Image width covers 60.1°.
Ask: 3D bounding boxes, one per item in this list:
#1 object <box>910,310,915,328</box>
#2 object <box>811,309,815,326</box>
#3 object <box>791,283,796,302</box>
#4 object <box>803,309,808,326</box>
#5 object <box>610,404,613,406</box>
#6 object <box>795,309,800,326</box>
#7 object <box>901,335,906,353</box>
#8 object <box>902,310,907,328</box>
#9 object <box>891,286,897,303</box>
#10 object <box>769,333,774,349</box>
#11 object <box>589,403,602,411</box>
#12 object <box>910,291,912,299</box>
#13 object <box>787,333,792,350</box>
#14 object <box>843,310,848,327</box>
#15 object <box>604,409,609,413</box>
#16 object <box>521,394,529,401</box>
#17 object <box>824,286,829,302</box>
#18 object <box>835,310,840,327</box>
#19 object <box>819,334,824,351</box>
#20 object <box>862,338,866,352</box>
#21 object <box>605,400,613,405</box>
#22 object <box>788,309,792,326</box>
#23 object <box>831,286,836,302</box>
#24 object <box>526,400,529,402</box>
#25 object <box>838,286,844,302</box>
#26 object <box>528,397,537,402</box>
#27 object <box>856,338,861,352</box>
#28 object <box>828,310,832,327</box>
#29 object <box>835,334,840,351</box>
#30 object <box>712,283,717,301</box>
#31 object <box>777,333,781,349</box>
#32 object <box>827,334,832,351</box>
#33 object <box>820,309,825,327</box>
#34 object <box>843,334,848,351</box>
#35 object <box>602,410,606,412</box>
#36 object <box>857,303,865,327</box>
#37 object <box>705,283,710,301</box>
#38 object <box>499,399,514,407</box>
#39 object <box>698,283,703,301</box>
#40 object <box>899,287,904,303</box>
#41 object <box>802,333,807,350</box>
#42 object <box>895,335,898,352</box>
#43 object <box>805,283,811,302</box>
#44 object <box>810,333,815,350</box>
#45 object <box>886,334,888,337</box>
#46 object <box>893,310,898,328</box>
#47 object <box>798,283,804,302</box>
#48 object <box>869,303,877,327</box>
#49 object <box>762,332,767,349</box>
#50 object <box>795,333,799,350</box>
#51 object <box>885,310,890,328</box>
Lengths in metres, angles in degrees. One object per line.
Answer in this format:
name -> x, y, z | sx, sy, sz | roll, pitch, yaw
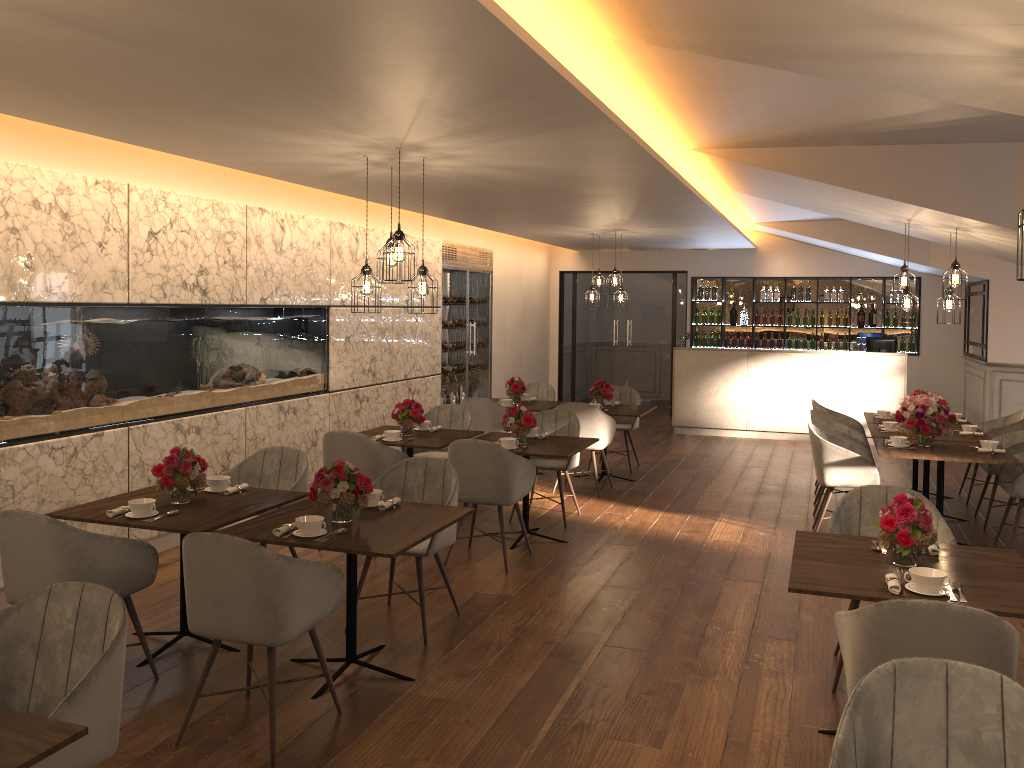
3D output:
object -> 5.857, -0.949, 12.952 | 0.065, 0.261, 0.066 | 1, 2, -2
object -> 4.559, -1.005, 13.411 | 0.065, 0.263, 0.066 | 1, 2, -2
object -> 4.285, -1.407, 13.465 | 0.075, 0.309, 0.075 | -1, 2, -38
object -> 4.455, -1.009, 13.448 | 0.065, 0.263, 0.066 | 1, 2, -2
object -> 1.050, 0.209, 9.218 | 0.025, 0.024, 0.193 | 2, 5, 19
object -> 4.351, -1.014, 13.485 | 0.065, 0.263, 0.066 | 1, 2, -2
object -> 5.749, -0.592, 12.999 | 0.065, 0.261, 0.066 | 1, 2, -2
object -> 5.753, -0.953, 12.989 | 0.065, 0.261, 0.066 | 1, 2, -2
object -> 5.610, -1.313, 12.998 | 0.070, 0.235, 0.041 | 1, 2, 19
object -> 3.996, -0.666, 13.620 | 0.065, 0.261, 0.066 | 1, 2, -2
object -> 0.809, 0.231, 8.667 | 0.148, 0.072, 0.148 | -2, 5, -28
object -> 5.800, -1.305, 12.931 | 0.070, 0.235, 0.041 | 1, 2, 19
object -> 4.243, -0.655, 13.533 | 0.065, 0.261, 0.066 | 1, 2, -2
object -> 4.997, -0.985, 13.256 | 0.065, 0.261, 0.066 | 1, 2, -2
object -> 0.921, 0.262, 8.649 | 0.043, 0.015, 0.198 | 2, 5, 16
object -> 0.112, 0.145, 9.559 | 0.148, 0.072, 0.148 | 5, 6, 42
object -> 4.731, -1.351, 13.309 | 0.070, 0.235, 0.041 | 1, 2, 19
object -> 4.893, -0.990, 13.293 | 0.065, 0.261, 0.066 | 1, 2, -2
object -> 4.681, -0.637, 13.377 | 0.065, 0.261, 0.066 | 1, 2, -2
object -> 5.242, -0.584, 13.179 | 0.065, 0.207, 0.065 | 0, 2, -25
object -> 0.978, 0.182, 9.253 | 0.148, 0.072, 0.148 | 5, 6, 42
object -> 4.247, -1.017, 13.522 | 0.065, 0.261, 0.066 | 1, 2, -2
object -> 4.826, -1.347, 13.276 | 0.070, 0.235, 0.041 | 1, 2, 19
object -> 0.184, 0.173, 9.525 | 0.025, 0.024, 0.193 | 2, 5, 19
object -> 4.921, -1.343, 13.242 | 0.070, 0.235, 0.041 | 1, 2, 19
object -> 0.219, 0.166, 9.522 | 0.056, 0.039, 0.176 | 2, 5, 19
object -> 5.169, -0.587, 13.205 | 0.065, 0.207, 0.065 | 0, 2, -25
object -> 4.789, -0.994, 13.330 | 0.065, 0.261, 0.066 | 1, 2, -2
object -> 4.889, -0.628, 13.304 | 0.065, 0.261, 0.066 | 1, 2, -2
object -> 3.166, -1.455, 13.862 | 0.075, 0.309, 0.075 | 0, 2, -24
object -> 4.100, -0.661, 13.583 | 0.065, 0.261, 0.066 | 1, 2, -2
object -> 4.785, -0.632, 13.341 | 0.065, 0.261, 0.066 | 1, 2, -2
object -> 4.685, -0.999, 13.367 | 0.065, 0.261, 0.066 | 1, 2, -2
object -> 4.993, -0.623, 13.267 | 0.065, 0.261, 0.066 | 1, 2, -2
object -> 0.890, 0.266, 8.667 | 0.022, 0.004, 0.211 | 2, 5, 19
object -> 5.195, -1.023, 13.161 | 0.104, 0.359, 0.104 | 0, 2, -19
object -> 3.067, -1.459, 13.897 | 0.075, 0.309, 0.075 | 0, 2, -27
object -> -0.057, 0.194, 8.974 | 0.148, 0.072, 0.148 | -2, 5, -28
object -> 2.969, -1.463, 13.932 | 0.075, 0.309, 0.075 | 2, 3, 45
object -> 5.705, -1.309, 12.964 | 0.070, 0.235, 0.041 | 1, 2, 19
object -> 4.451, -0.646, 13.459 | 0.065, 0.261, 0.066 | 1, 2, -2
object -> 5.645, -0.596, 13.036 | 0.065, 0.261, 0.066 | 1, 2, -2
object -> 4.482, -1.399, 13.396 | 0.075, 0.309, 0.075 | 2, 2, 30
object -> 4.555, -0.642, 13.422 | 0.065, 0.261, 0.066 | 1, 2, -2
object -> 5.541, -0.601, 13.073 | 0.065, 0.263, 0.066 | 1, 2, -2
object -> 5.649, -0.958, 13.025 | 0.065, 0.261, 0.066 | 1, 2, -2
object -> 4.384, -1.403, 13.431 | 0.075, 0.309, 0.075 | 2, 2, 30
object -> 5.342, -1.018, 13.106 | 0.104, 0.358, 0.104 | -1, 3, -43
object -> 3.892, -0.670, 13.657 | 0.065, 0.261, 0.066 | 1, 2, -2
object -> 4.347, -0.651, 13.496 | 0.065, 0.261, 0.066 | 1, 2, -2
object -> 5.545, -0.963, 13.062 | 0.065, 0.263, 0.066 | 1, 2, -2
